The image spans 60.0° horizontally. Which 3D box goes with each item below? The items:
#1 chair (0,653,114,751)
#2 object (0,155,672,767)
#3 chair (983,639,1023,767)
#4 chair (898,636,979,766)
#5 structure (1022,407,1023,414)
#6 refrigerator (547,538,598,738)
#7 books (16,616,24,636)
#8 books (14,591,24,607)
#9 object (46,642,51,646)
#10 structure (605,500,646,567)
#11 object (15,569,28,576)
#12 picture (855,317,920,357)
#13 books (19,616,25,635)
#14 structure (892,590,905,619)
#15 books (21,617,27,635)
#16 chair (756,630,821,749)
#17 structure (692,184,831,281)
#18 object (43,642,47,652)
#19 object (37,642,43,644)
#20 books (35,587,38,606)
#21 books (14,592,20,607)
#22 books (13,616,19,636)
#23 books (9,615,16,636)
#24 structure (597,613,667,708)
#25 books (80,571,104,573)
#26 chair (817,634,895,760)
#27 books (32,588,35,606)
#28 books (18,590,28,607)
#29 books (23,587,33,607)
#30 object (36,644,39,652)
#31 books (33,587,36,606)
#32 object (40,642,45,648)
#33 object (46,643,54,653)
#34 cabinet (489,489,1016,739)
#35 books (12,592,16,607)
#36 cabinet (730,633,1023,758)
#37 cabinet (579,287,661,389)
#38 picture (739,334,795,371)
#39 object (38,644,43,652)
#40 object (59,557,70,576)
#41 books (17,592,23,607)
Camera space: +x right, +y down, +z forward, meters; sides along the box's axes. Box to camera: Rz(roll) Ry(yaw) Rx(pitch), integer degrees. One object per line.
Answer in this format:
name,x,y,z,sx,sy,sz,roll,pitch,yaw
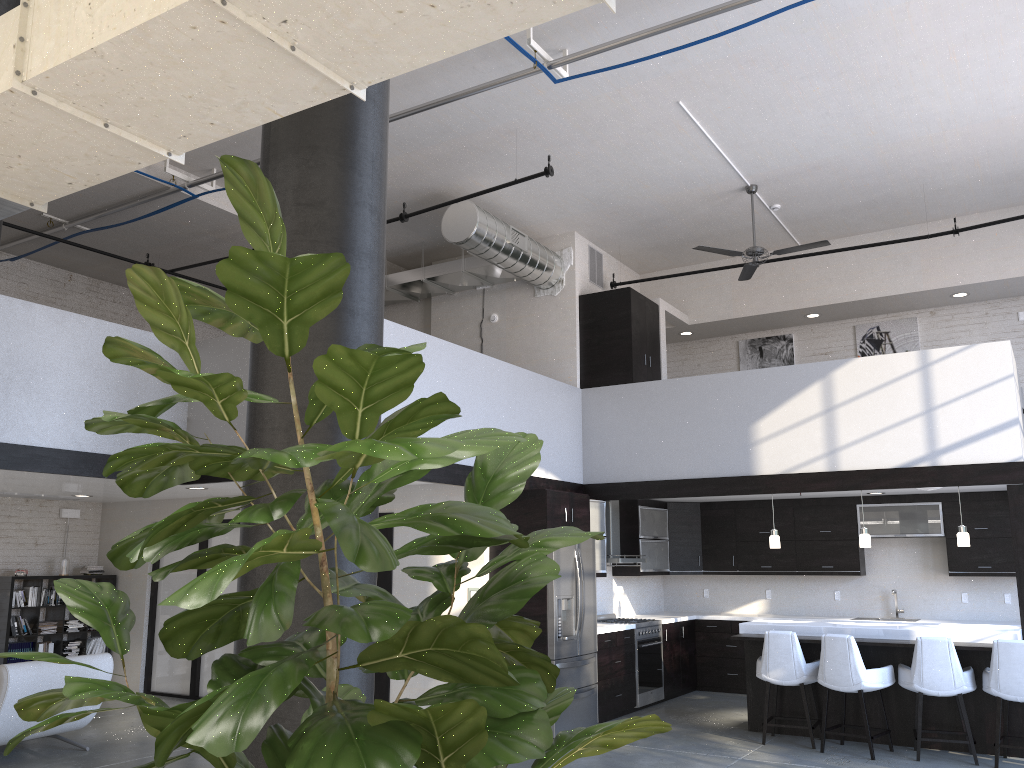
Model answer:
chair,-3.993,2.593,7.125,1.026,0.782,1.009,-5,-12,22
object,-0.140,0.367,0.635,0.514,1.074,0.440,-4,-12,22
chair,3.923,2.457,6.804,0.580,0.981,0.502,-8,-14,37
chair,3.416,2.518,7.104,0.579,0.981,0.502,-5,-12,23
structure,6.215,1.816,9.204,1.664,3.177,0.931,-7,-12,31
refrigerator,0.310,2.338,8.367,0.821,1.767,0.854,-7,-13,31
books,-5.578,2.716,9.973,0.160,0.218,0.104,-7,-13,31
books,-5.578,2.427,10.025,0.118,0.180,0.081,-7,-13,31
object,-5.392,3.095,10.262,0.140,0.207,0.016,-7,-13,34
structure,1.150,1.593,10.044,0.489,0.927,0.728,-7,-13,31
object,-5.636,2.162,10.188,0.117,0.083,0.287,5,-12,-23
picture,4.726,-0.207,11.095,0.732,1.180,0.049,-7,-12,31
books,-5.565,2.723,9.999,0.141,0.215,0.097,-7,-13,31
structure,4.382,2.518,10.132,0.149,0.327,0.225,-7,-13,31
books,-5.554,2.734,10.022,0.149,0.202,0.094,-7,-13,31
chair,2.404,2.643,7.718,0.579,0.981,0.502,-6,-12,27
structure,2.588,-1.629,9.428,1.368,0.861,1.192,-4,-12,21
object,-5.418,3.088,10.237,0.140,0.207,0.028,-7,-12,31
object,-5.443,3.074,10.183,0.130,0.202,0.032,-7,-13,32
books,-5.501,2.443,10.185,0.135,0.213,0.012,-7,-12,31
books,-5.598,2.427,9.983,0.119,0.164,0.062,-7,-13,31
books,-5.609,2.709,9.944,0.160,0.221,0.086,-7,-13,31
books,-5.623,2.700,9.909,0.162,0.224,0.097,-7,-13,31
structure,1.283,3.010,9.752,0.621,0.900,0.846,-7,-13,31
books,-5.149,2.305,10.875,0.138,0.019,0.260,-4,-12,18
chair,2.803,2.562,7.322,0.580,0.981,0.502,-10,-15,42
books,-5.530,2.445,10.172,0.129,0.202,0.015,-7,-12,31
books,-5.560,2.430,10.052,0.126,0.185,0.102,-7,-13,31
books,-5.525,2.427,10.115,0.130,0.214,0.039,-7,-12,31
object,-5.481,3.072,10.118,0.176,0.199,0.056,-6,-12,30
books,-5.514,2.441,10.179,0.135,0.213,0.012,-7,-12,31
object,-5.432,3.084,10.215,0.140,0.207,0.006,-7,-12,31
object,-5.391,3.105,10.281,0.176,0.199,0.056,-8,-13,34
cabinet,2.708,2.206,8.919,4.235,2.308,4.284,-7,-13,31
books,-5.626,2.417,9.950,0.124,0.170,0.028,-7,-12,31
cabinet,3.465,2.685,7.758,2.693,0.908,1.373,-7,-13,31
cabinet,1.303,0.079,10.500,0.684,2.226,0.839,-7,-12,31
picture,3.430,-0.048,11.878,0.732,1.180,0.049,-7,-12,31
object,-5.462,3.084,10.180,0.176,0.199,0.056,-7,-13,32
object,-5.323,2.167,10.549,0.106,0.216,0.106,9,-14,-39
books,-5.582,2.432,10.005,0.119,0.161,0.075,-7,-13,31
